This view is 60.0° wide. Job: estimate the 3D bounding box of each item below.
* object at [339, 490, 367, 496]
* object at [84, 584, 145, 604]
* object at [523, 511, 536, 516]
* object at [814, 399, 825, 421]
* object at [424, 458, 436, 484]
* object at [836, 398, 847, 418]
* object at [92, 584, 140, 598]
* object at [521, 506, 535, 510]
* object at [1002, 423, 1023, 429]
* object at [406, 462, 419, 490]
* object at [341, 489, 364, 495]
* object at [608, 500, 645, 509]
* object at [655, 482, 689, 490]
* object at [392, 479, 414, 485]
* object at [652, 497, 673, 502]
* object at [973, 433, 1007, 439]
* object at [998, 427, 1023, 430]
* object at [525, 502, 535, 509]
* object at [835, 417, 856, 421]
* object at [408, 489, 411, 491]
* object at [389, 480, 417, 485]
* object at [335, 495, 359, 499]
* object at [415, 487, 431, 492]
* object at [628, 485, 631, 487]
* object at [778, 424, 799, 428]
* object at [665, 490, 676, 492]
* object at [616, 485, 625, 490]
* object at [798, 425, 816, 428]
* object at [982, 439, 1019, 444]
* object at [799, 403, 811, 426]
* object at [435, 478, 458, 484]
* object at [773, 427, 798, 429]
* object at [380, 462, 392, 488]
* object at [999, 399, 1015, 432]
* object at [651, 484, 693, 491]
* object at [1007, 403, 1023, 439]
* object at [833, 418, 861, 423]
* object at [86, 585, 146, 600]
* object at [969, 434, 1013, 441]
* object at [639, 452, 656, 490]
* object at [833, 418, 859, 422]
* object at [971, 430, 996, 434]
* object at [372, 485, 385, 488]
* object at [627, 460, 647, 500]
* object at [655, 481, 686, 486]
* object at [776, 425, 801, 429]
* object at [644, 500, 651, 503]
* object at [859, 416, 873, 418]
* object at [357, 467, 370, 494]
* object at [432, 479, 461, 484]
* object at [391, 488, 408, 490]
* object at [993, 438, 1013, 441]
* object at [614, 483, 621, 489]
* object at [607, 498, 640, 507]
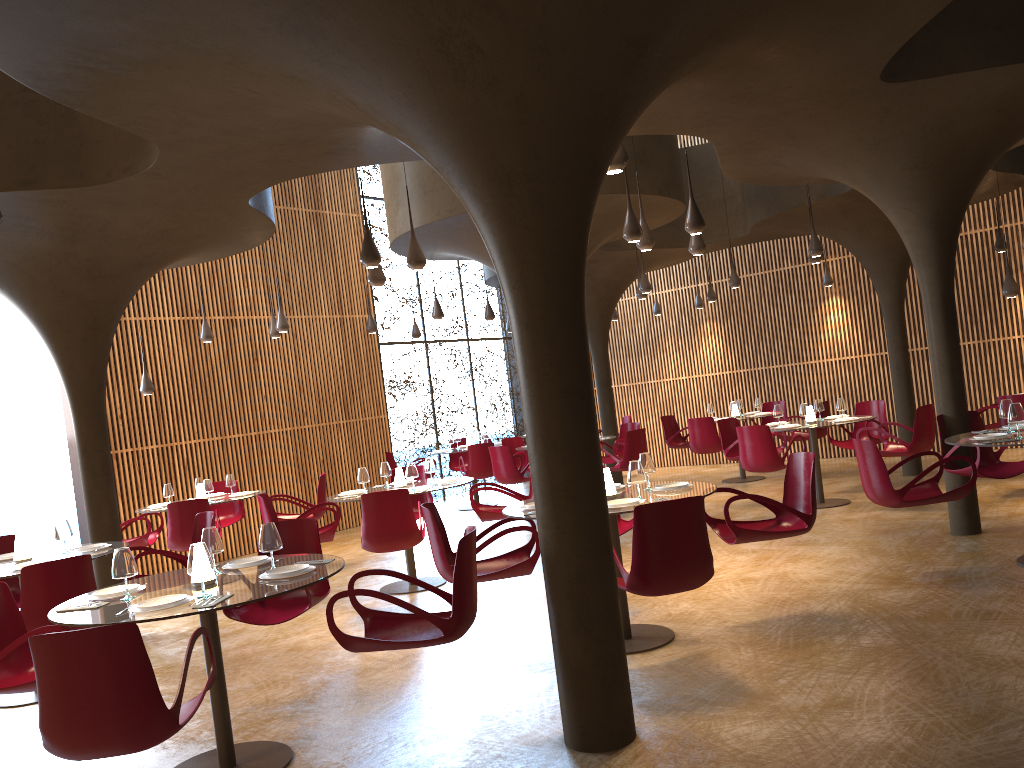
[{"bbox_3d":[-1.807,1.243,10.070,0.332,0.014,0.332,-7,-1,2],"label":"object"},{"bbox_3d":[-2.374,1.258,5.329,0.204,0.012,0.410,-7,-1,4],"label":"object"},{"bbox_3d":[0.212,0.953,6.581,0.262,0.017,0.126,-7,-1,0],"label":"object"},{"bbox_3d":[4.306,0.363,12.427,0.142,0.295,0.142,-7,1,-19],"label":"object"},{"bbox_3d":[-0.937,0.996,10.164,0.141,0.295,0.142,-8,1,-38],"label":"object"},{"bbox_3d":[4.455,0.338,11.977,0.142,0.295,0.142,-7,1,13],"label":"object"},{"bbox_3d":[-2.375,1.247,5.324,0.263,0.029,0.263,-7,-1,-24],"label":"object"},{"bbox_3d":[0.230,0.947,6.883,0.332,0.014,0.331,-8,-1,36],"label":"object"},{"bbox_3d":[4.672,0.393,8.174,0.263,0.029,0.263,-7,-1,-23],"label":"object"},{"bbox_3d":[-1.093,1.010,9.717,0.142,0.295,0.142,-7,1,-6],"label":"object"},{"bbox_3d":[-1.808,1.233,10.070,0.263,0.029,0.263,-7,-1,11],"label":"object"},{"bbox_3d":[0.794,0.870,6.401,0.331,0.014,0.332,-7,-1,-27],"label":"object"},{"bbox_3d":[1.263,0.808,6.984,0.263,0.029,0.262,-8,-1,36],"label":"object"},{"bbox_3d":[-1.304,1.176,10.612,0.263,0.029,0.263,-7,-1,10],"label":"object"},{"bbox_3d":[1.095,0.839,6.390,0.126,0.017,0.262,-7,-1,-2],"label":"object"},{"bbox_3d":[4.132,0.455,7.655,0.263,0.029,0.263,-7,-1,-5],"label":"object"},{"bbox_3d":[4.673,0.403,8.174,0.332,0.014,0.331,-7,-1,22],"label":"object"},{"bbox_3d":[0.229,0.937,6.882,0.263,0.029,0.263,-7,-1,-16],"label":"object"},{"bbox_3d":[4.425,0.468,11.750,0.262,0.029,0.263,-7,-1,-44],"label":"object"},{"bbox_3d":[-1.251,1.166,9.567,0.331,0.014,0.332,-7,-1,-32],"label":"object"},{"bbox_3d":[-1.303,1.186,10.612,0.331,0.014,0.332,-7,-1,-35],"label":"object"},{"bbox_3d":[-1.832,1.249,9.769,0.262,0.017,0.126,-7,-1,1],"label":"object"},{"bbox_3d":[-0.955,1.136,9.513,0.126,0.017,0.262,-7,-1,7],"label":"object"},{"bbox_3d":[0.797,0.884,7.477,0.410,0.012,0.204,-7,-1,-10],"label":"object"},{"bbox_3d":[3.681,0.562,11.804,0.262,0.029,0.263,-7,-1,-33],"label":"object"},{"bbox_3d":[1.265,0.819,6.980,0.204,0.012,0.410,-7,-1,0],"label":"object"},{"bbox_3d":[0.792,0.883,7.476,0.331,0.014,0.332,-7,-1,-44],"label":"object"},{"bbox_3d":[3.846,0.555,11.551,0.261,0.017,0.126,-7,-1,-36],"label":"object"},{"bbox_3d":[4.058,0.477,7.363,0.262,0.017,0.126,-7,-1,11],"label":"object"},{"bbox_3d":[3.895,0.407,11.778,0.142,0.295,0.141,-7,1,30],"label":"object"},{"bbox_3d":[-0.743,1.098,10.016,0.263,0.029,0.263,-7,-1,-6],"label":"object"},{"bbox_3d":[3.679,0.573,11.808,0.204,0.012,0.411,-7,-1,-41],"label":"object"},{"bbox_3d":[-1.485,1.069,10.447,0.142,0.295,0.142,-7,1,-9],"label":"object"},{"bbox_3d":[4.483,0.287,8.017,0.142,0.295,0.142,-7,1,-18],"label":"object"},{"bbox_3d":[1.264,0.818,6.984,0.332,0.014,0.331,-8,-1,43],"label":"object"},{"bbox_3d":[4.253,0.309,7.466,0.142,0.295,0.141,-7,1,44],"label":"object"},{"bbox_3d":[4.423,0.479,11.747,0.410,0.012,0.204,-7,-1,-35],"label":"object"},{"bbox_3d":[-2.374,1.256,5.324,0.332,0.014,0.331,-7,-1,21],"label":"object"},{"bbox_3d":[4.133,0.464,7.655,0.332,0.014,0.331,-7,-1,24],"label":"object"},{"bbox_3d":[1.087,0.704,7.151,0.142,0.295,0.142,-7,1,-20],"label":"object"},{"bbox_3d":[4.426,0.477,11.750,0.331,0.014,0.332,-7,-1,-18],"label":"object"},{"bbox_3d":[4.378,0.448,8.223,0.126,0.017,0.262,-7,-1,6],"label":"object"},{"bbox_3d":[-1.600,1.231,10.647,0.126,0.017,0.262,-7,-1,3],"label":"object"},{"bbox_3d":[0.929,0.717,6.575,0.141,0.295,0.142,-7,1,-25],"label":"object"},{"bbox_3d":[1.304,0.824,7.284,0.262,0.017,0.126,-7,-1,4],"label":"object"},{"bbox_3d":[3.682,0.572,11.805,0.332,0.014,0.331,-8,-1,28],"label":"object"},{"bbox_3d":[0.790,0.872,6.400,0.410,0.012,0.204,-7,-1,-6],"label":"object"},{"bbox_3d":[4.693,0.453,11.890,0.126,0.017,0.262,-7,-1,-31],"label":"object"},{"bbox_3d":[-1.657,1.084,9.906,0.142,0.295,0.141,-7,1,34],"label":"object"},{"bbox_3d":[-0.742,1.108,10.017,0.331,0.014,0.332,-7,-1,-28],"label":"object"},{"bbox_3d":[-1.253,1.157,9.567,0.263,0.029,0.263,-7,-1,4],"label":"object"},{"bbox_3d":[4.134,0.466,7.660,0.204,0.012,0.410,-7,-1,7],"label":"object"},{"bbox_3d":[0.791,0.874,7.476,0.263,0.029,0.263,-7,-1,-15],"label":"object"},{"bbox_3d":[0.793,0.860,6.401,0.263,0.029,0.263,-7,-1,-30],"label":"object"}]
